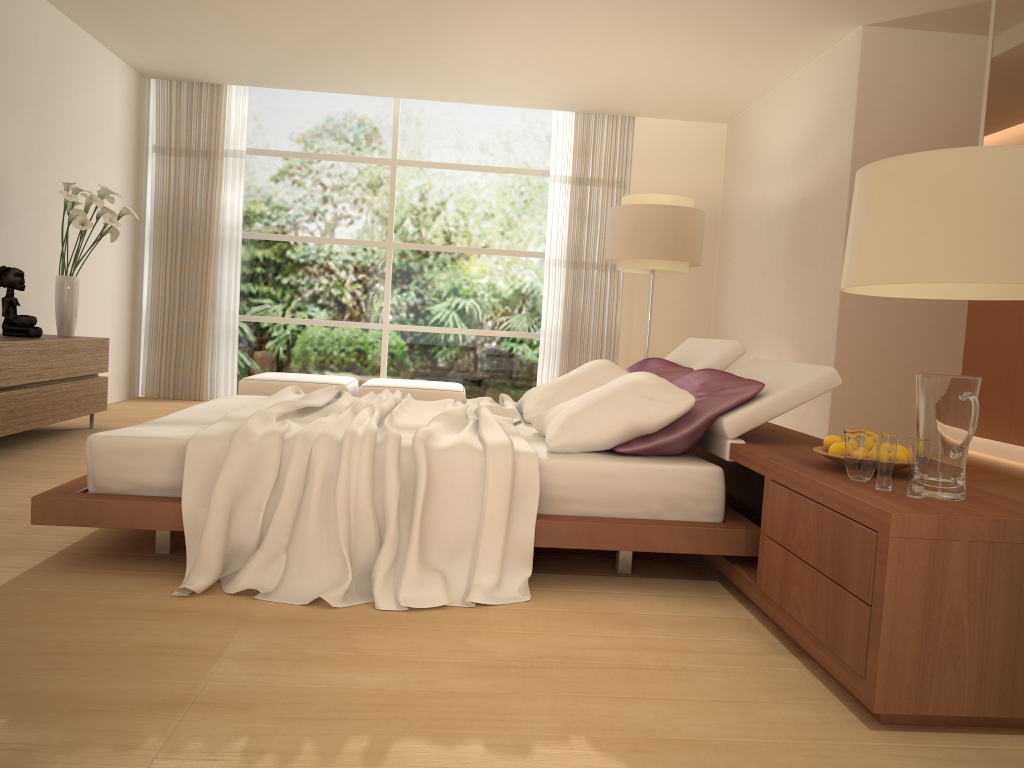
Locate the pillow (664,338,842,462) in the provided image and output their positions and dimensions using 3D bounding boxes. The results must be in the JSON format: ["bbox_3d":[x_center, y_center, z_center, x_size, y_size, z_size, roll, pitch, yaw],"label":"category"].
[{"bbox_3d":[0.954,0.015,4.204,0.461,0.457,1.779,3,4,-5],"label":"pillow"}]

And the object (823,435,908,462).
[{"bbox_3d":[1.124,0.218,2.824,0.230,0.084,0.259,1,4,-34],"label":"object"}]

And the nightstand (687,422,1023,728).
[{"bbox_3d":[0.986,0.443,4.233,0.493,0.539,4.220,3,4,-4],"label":"nightstand"}]

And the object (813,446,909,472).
[{"bbox_3d":[1.129,0.247,2.810,0.337,0.053,0.337,4,4,10],"label":"object"}]

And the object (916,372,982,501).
[{"bbox_3d":[1.162,0.139,2.371,0.159,0.328,0.227,1,5,-35],"label":"object"}]

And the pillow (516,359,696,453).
[{"bbox_3d":[0.354,0.069,4.152,0.561,0.339,1.720,3,4,-4],"label":"pillow"}]

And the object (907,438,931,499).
[{"bbox_3d":[1.070,0.222,2.339,0.052,0.154,0.052,4,4,14],"label":"object"}]

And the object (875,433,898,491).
[{"bbox_3d":[1.022,0.214,2.425,0.052,0.154,0.052,4,4,14],"label":"object"}]

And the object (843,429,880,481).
[{"bbox_3d":[1.017,0.209,2.580,0.110,0.141,0.110,6,5,38],"label":"object"}]

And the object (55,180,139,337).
[{"bbox_3d":[-2.959,-0.868,6.213,0.608,1.085,0.515,7,5,44],"label":"object"}]

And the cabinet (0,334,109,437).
[{"bbox_3d":[-3.124,0.105,4.615,0.588,0.662,3.713,3,4,-4],"label":"cabinet"}]

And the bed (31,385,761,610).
[{"bbox_3d":[-0.421,0.352,4.080,2.535,0.570,2.599,3,4,-4],"label":"bed"}]

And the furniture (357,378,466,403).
[{"bbox_3d":[-0.923,0.159,8.308,0.965,0.346,0.964,3,4,-4],"label":"furniture"}]

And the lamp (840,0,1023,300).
[{"bbox_3d":[0.912,-1.356,1.544,0.451,2.399,0.451,3,4,-6],"label":"lamp"}]

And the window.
[{"bbox_3d":[-1.260,-1.433,9.149,4.781,3.371,0.071,3,4,-4],"label":"window"}]

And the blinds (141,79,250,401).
[{"bbox_3d":[-3.140,-1.515,8.762,0.950,3.352,0.211,3,4,-5],"label":"blinds"}]

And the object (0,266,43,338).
[{"bbox_3d":[-3.190,-0.531,5.725,0.282,0.453,0.181,3,4,-4],"label":"object"}]

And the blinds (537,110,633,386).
[{"bbox_3d":[0.731,-1.292,8.979,0.814,3.351,0.202,3,4,-5],"label":"blinds"}]

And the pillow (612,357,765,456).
[{"bbox_3d":[0.623,0.069,4.177,0.575,0.369,1.683,3,4,-4],"label":"pillow"}]

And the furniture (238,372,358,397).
[{"bbox_3d":[-1.955,0.100,8.236,0.965,0.346,0.964,3,4,-4],"label":"furniture"}]

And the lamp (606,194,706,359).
[{"bbox_3d":[1.116,-0.484,7.219,0.817,2.018,0.817,6,5,39],"label":"lamp"}]
